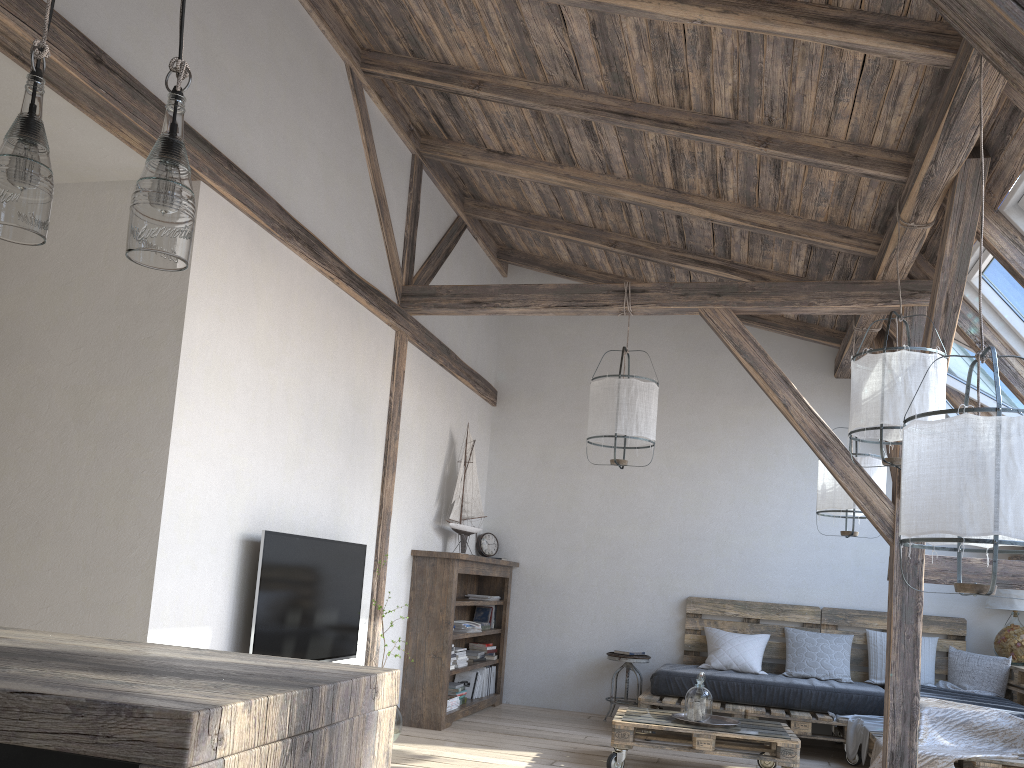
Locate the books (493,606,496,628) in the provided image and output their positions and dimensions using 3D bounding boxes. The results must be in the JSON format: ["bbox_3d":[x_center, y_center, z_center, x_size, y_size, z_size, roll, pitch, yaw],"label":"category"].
[{"bbox_3d":[-0.210,1.923,7.285,0.139,0.182,0.020,2,-6,15],"label":"books"}]

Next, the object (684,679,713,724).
[{"bbox_3d":[1.067,1.809,5.025,0.156,0.243,0.158,7,-8,-16],"label":"object"}]

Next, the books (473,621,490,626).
[{"bbox_3d":[-0.278,1.906,7.002,0.149,0.021,0.209,0,-13,19],"label":"books"}]

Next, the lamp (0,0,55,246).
[{"bbox_3d":[-0.841,-0.864,1.742,0.108,1.219,0.243,2,-7,27],"label":"lamp"}]

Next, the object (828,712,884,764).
[{"bbox_3d":[2.357,2.273,5.605,0.505,0.272,0.722,5,-12,0],"label":"object"}]

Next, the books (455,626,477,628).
[{"bbox_3d":[-0.373,1.793,6.524,0.204,0.009,0.263,0,-13,21],"label":"books"}]

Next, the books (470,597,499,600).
[{"bbox_3d":[-0.221,1.739,7.154,0.204,0.009,0.263,3,-13,7],"label":"books"}]

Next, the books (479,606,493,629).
[{"bbox_3d":[-0.233,1.905,7.189,0.139,0.173,0.060,2,-7,14],"label":"books"}]

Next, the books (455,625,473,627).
[{"bbox_3d":[-0.387,1.783,6.520,0.204,0.009,0.263,0,-13,21],"label":"books"}]

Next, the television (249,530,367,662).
[{"bbox_3d":[-0.997,1.119,4.387,0.206,0.693,1.125,3,-11,15],"label":"television"}]

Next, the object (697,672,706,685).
[{"bbox_3d":[1.110,1.836,5.185,0.071,0.263,0.156,3,-8,15],"label":"object"}]

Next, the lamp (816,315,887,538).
[{"bbox_3d":[2.177,0.222,5.606,0.411,1.494,0.402,9,-7,-33],"label":"lamp"}]

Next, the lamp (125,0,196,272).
[{"bbox_3d":[-0.560,-0.832,1.672,0.108,1.269,0.228,3,-6,17],"label":"lamp"}]

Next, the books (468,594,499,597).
[{"bbox_3d":[-0.229,1.717,7.135,0.204,0.009,0.263,2,-13,12],"label":"books"}]

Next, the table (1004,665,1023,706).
[{"bbox_3d":[3.697,2.262,5.822,0.674,0.690,1.037,2,-11,15],"label":"table"}]

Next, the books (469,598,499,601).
[{"bbox_3d":[-0.224,1.744,7.139,0.204,0.009,0.263,2,-13,10],"label":"books"}]

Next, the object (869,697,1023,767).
[{"bbox_3d":[2.432,2.017,4.806,0.814,0.466,1.024,-6,-16,44],"label":"object"}]

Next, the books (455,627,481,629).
[{"bbox_3d":[-0.383,1.799,6.514,0.205,0.009,0.263,-3,-15,31],"label":"books"}]

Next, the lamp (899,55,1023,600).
[{"bbox_3d":[1.382,-0.324,2.582,0.411,1.866,0.402,8,-7,-33],"label":"lamp"}]

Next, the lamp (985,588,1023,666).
[{"bbox_3d":[3.541,2.088,6.421,0.389,1.264,0.836,4,-8,1],"label":"lamp"}]

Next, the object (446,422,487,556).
[{"bbox_3d":[-0.318,0.803,6.631,0.140,0.976,0.804,2,-9,20],"label":"object"}]

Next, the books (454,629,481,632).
[{"bbox_3d":[-0.368,1.821,6.527,0.204,0.009,0.263,0,-13,19],"label":"books"}]

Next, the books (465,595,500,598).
[{"bbox_3d":[-0.236,1.723,7.123,0.204,0.009,0.263,0,-13,21],"label":"books"}]

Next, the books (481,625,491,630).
[{"bbox_3d":[-0.283,1.933,7.008,0.161,0.030,0.223,0,-13,18],"label":"books"}]

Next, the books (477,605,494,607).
[{"bbox_3d":[-0.230,1.902,7.216,0.139,0.188,0.051,2,-6,14],"label":"books"}]

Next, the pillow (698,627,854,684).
[{"bbox_3d":[1.984,2.000,6.605,1.128,0.350,0.357,1,-10,15],"label":"pillow"}]

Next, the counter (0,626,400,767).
[{"bbox_3d":[-0.213,0.654,0.326,3.807,0.838,2.287,1,-12,15],"label":"counter"}]

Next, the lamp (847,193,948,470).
[{"bbox_3d":[1.779,-0.261,4.048,0.408,1.285,0.405,5,-6,-9],"label":"lamp"}]

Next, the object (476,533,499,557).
[{"bbox_3d":[-0.205,1.354,7.399,0.207,0.206,0.082,12,-10,-38],"label":"object"}]

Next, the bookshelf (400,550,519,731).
[{"bbox_3d":[-0.353,1.885,6.612,0.347,1.154,1.656,3,-10,15],"label":"bookshelf"}]

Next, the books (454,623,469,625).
[{"bbox_3d":[-0.392,1.773,6.517,0.204,0.009,0.263,-2,-14,26],"label":"books"}]

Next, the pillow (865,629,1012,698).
[{"bbox_3d":[3.054,2.014,6.354,0.968,0.393,0.393,-3,-11,31],"label":"pillow"}]

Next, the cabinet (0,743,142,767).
[{"bbox_3d":[-0.363,-0.176,0.391,4.209,2.470,2.131,2,-9,15],"label":"cabinet"}]

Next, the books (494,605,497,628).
[{"bbox_3d":[-0.196,1.921,7.304,0.136,0.198,0.021,2,-6,15],"label":"books"}]

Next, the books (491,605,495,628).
[{"bbox_3d":[-0.214,1.911,7.267,0.135,0.198,0.021,2,-6,15],"label":"books"}]

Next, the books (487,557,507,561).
[{"bbox_3d":[-0.177,1.468,7.380,0.235,0.025,0.182,1,-13,15],"label":"books"}]

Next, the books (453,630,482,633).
[{"bbox_3d":[-0.371,1.827,6.518,0.204,0.009,0.263,-1,-14,23],"label":"books"}]

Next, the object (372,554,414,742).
[{"bbox_3d":[-0.739,1.589,5.302,0.275,1.103,0.523,4,-7,2],"label":"object"}]

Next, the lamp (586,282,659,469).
[{"bbox_3d":[0.670,-0.043,5.242,0.404,1.067,0.409,9,-8,-33],"label":"lamp"}]

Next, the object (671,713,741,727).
[{"bbox_3d":[1.118,1.940,5.076,0.395,0.021,0.402,-4,-15,34],"label":"object"}]

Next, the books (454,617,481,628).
[{"bbox_3d":[-0.347,1.777,6.565,0.221,0.087,0.266,5,-12,-5],"label":"books"}]

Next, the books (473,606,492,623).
[{"bbox_3d":[-0.244,1.899,7.158,0.131,0.169,0.083,2,-7,16],"label":"books"}]

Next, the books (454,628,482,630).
[{"bbox_3d":[-0.362,1.816,6.541,0.204,0.009,0.263,1,-13,16],"label":"books"}]
